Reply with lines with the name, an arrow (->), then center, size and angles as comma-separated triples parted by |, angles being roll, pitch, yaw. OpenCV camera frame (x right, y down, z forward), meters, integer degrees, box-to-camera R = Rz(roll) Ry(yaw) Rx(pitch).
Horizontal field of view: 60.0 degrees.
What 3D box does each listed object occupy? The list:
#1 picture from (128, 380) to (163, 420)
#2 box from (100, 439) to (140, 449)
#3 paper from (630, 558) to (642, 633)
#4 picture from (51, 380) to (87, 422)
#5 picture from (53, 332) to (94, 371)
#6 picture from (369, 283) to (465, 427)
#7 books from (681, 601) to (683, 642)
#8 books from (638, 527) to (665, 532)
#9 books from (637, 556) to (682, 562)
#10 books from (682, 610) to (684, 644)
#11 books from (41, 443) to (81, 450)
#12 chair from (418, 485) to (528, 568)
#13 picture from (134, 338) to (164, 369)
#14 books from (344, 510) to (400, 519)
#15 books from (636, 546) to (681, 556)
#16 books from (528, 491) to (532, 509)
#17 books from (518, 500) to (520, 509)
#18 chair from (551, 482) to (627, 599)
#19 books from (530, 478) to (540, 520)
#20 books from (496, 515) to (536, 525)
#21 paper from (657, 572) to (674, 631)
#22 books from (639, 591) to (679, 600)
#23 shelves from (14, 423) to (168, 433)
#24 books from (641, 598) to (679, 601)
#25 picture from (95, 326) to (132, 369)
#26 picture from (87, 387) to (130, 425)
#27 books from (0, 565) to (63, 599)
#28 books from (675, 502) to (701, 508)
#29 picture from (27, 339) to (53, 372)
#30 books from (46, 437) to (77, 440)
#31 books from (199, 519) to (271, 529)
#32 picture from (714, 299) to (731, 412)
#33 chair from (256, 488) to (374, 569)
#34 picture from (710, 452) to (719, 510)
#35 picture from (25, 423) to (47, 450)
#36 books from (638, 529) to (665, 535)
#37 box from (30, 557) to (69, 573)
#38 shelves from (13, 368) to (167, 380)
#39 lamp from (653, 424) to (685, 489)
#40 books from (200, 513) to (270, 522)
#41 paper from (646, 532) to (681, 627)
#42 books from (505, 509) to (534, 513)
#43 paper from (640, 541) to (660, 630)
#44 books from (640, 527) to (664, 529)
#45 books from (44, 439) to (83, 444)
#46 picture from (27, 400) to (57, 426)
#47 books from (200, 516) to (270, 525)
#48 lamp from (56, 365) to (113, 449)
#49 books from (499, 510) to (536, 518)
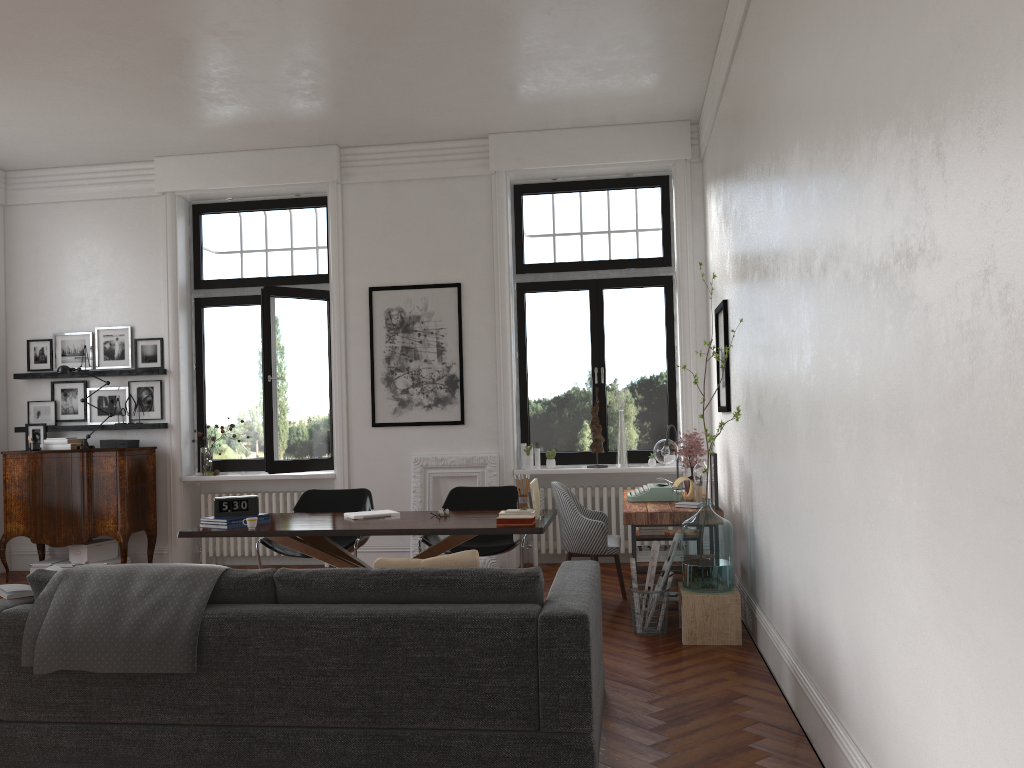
picture -> -3.576, 0.159, 8.646 | 0.343, 0.384, 0.020 | -2, -1, 7
box -> -3.725, 0.569, 8.423 | 0.282, 0.086, 0.208 | -2, -2, 7
paper -> 0.791, 1.348, 5.648 | 0.073, 0.478, 0.033 | -3, -1, 44
picture -> -4.369, 0.172, 8.746 | 0.373, 0.406, 0.020 | -2, -1, 7
picture -> -4.331, -0.321, 8.748 | 0.415, 0.367, 0.020 | -2, -1, 7
picture -> -0.897, -0.267, 8.314 | 0.883, 1.323, 0.035 | -2, -1, 7
books -> 1.120, 1.436, 5.355 | 0.187, 0.257, 0.054 | -2, -1, 8
books -> 1.149, 1.193, 7.307 | 0.209, 0.023, 0.251 | -2, -2, 7
books -> 0.977, 1.160, 5.964 | 0.309, 0.038, 0.225 | -2, -2, 6
books -> 1.107, 1.447, 5.312 | 0.170, 0.232, 0.012 | -2, -1, 7
books -> -4.252, 0.596, 8.408 | 0.294, 0.057, 0.230 | -2, -2, 7
chair -> -0.233, 1.205, 6.443 | 0.752, 0.872, 0.746 | -2, -2, 7
picture -> -3.541, -0.294, 8.645 | 0.289, 0.303, 0.020 | -2, -1, 7
books -> -0.945, 0.880, 5.981 | 0.325, 0.026, 0.231 | 0, -2, -28
books -> 0.986, 1.124, 5.971 | 0.309, 0.038, 0.225 | -2, -2, 7
books -> 0.115, 0.764, 5.663 | 0.041, 0.157, 0.128 | -2, -1, 7
books -> 0.065, 0.786, 5.626 | 0.028, 0.124, 0.221 | -2, -2, 7
chair -> 0.582, 1.186, 6.708 | 0.547, 0.899, 0.716 | -2, -1, 0
books -> 0.154, 0.728, 5.639 | 0.043, 0.239, 0.310 | -2, -2, 7
books -> 0.024, 0.815, 5.316 | 0.215, 0.040, 0.159 | -2, -2, 9
paper -> 0.973, 1.384, 5.631 | 0.126, 0.388, 0.026 | -2, -1, 30
books -> 1.008, 1.427, 5.994 | 0.268, 0.014, 0.196 | -2, -2, 19
shelves -> -4.101, 0.427, 8.640 | 1.515, 0.055, 0.156 | -2, -2, 7
books -> 1.008, 1.442, 5.994 | 0.268, 0.014, 0.196 | -2, -2, 6
picture -> -3.905, -0.356, 8.693 | 0.369, 0.408, 0.020 | -2, -1, 7
picture -> -3.957, 0.215, 8.692 | 0.434, 0.365, 0.020 | -2, -1, 7
books -> -2.172, 0.898, 4.042 | 0.278, 0.096, 0.225 | 0, -3, -41
books -> 1.203, 0.822, 6.029 | 0.213, 0.031, 0.129 | -4, -3, 45
picture -> -4.682, -0.284, 8.793 | 0.267, 0.315, 0.020 | -2, -1, 7
books -> -4.259, 0.516, 8.394 | 0.200, 0.014, 0.179 | -2, -2, 7
books -> -1.763, 0.886, 5.647 | 0.264, 0.027, 0.347 | -3, -3, 32
picture -> 1.601, -0.195, 6.714 | 0.050, 0.815, 0.634 | -2, -1, 7
chair -> -1.399, 1.243, 6.594 | 0.752, 0.872, 0.746 | -2, -2, 7
picture -> 1.349, 0.643, 5.919 | 0.023, 0.369, 0.282 | -2, -1, 7
picture -> -4.625, 0.512, 8.617 | 0.213, 0.257, 0.020 | -2, -1, 7
books -> 1.150, 1.216, 7.308 | 0.209, 0.024, 0.248 | -2, -2, 7
box -> -4.338, 1.755, 8.372 | 0.209, 0.177, 0.394 | -2, -2, 2
shelves -> -4.116, -0.096, 8.648 | 1.515, 0.055, 0.158 | -2, -2, 7
lamp -> 1.308, 0.607, 7.273 | 0.207, 0.549, 0.441 | -2, -2, 31
books -> -1.758, 0.847, 5.635 | 0.250, 0.017, 0.344 | -3, -3, 32
paper -> 0.960, 1.272, 5.703 | 0.294, 0.626, 0.047 | -2, -1, 0
books -> 0.045, 0.762, 5.330 | 0.159, 0.008, 0.128 | -2, -2, 9
paper -> 0.855, 1.267, 5.529 | 0.047, 0.609, 0.330 | -1, -1, -13
books -> 1.149, 1.172, 7.309 | 0.190, 0.022, 0.239 | -2, -2, 7
books -> -4.251, 0.545, 8.414 | 0.239, 0.044, 0.255 | -2, -2, 7
picture -> -4.641, 0.293, 8.755 | 0.300, 0.253, 0.020 | -2, -1, 7
books -> -1.757, 0.863, 5.634 | 0.250, 0.017, 0.344 | -3, -3, 32
lamp -> -4.076, 0.223, 8.460 | 0.491, 0.802, 0.174 | -1, -1, -28
books -> 0.032, 0.781, 5.321 | 0.207, 0.028, 0.164 | -2, -2, 5
